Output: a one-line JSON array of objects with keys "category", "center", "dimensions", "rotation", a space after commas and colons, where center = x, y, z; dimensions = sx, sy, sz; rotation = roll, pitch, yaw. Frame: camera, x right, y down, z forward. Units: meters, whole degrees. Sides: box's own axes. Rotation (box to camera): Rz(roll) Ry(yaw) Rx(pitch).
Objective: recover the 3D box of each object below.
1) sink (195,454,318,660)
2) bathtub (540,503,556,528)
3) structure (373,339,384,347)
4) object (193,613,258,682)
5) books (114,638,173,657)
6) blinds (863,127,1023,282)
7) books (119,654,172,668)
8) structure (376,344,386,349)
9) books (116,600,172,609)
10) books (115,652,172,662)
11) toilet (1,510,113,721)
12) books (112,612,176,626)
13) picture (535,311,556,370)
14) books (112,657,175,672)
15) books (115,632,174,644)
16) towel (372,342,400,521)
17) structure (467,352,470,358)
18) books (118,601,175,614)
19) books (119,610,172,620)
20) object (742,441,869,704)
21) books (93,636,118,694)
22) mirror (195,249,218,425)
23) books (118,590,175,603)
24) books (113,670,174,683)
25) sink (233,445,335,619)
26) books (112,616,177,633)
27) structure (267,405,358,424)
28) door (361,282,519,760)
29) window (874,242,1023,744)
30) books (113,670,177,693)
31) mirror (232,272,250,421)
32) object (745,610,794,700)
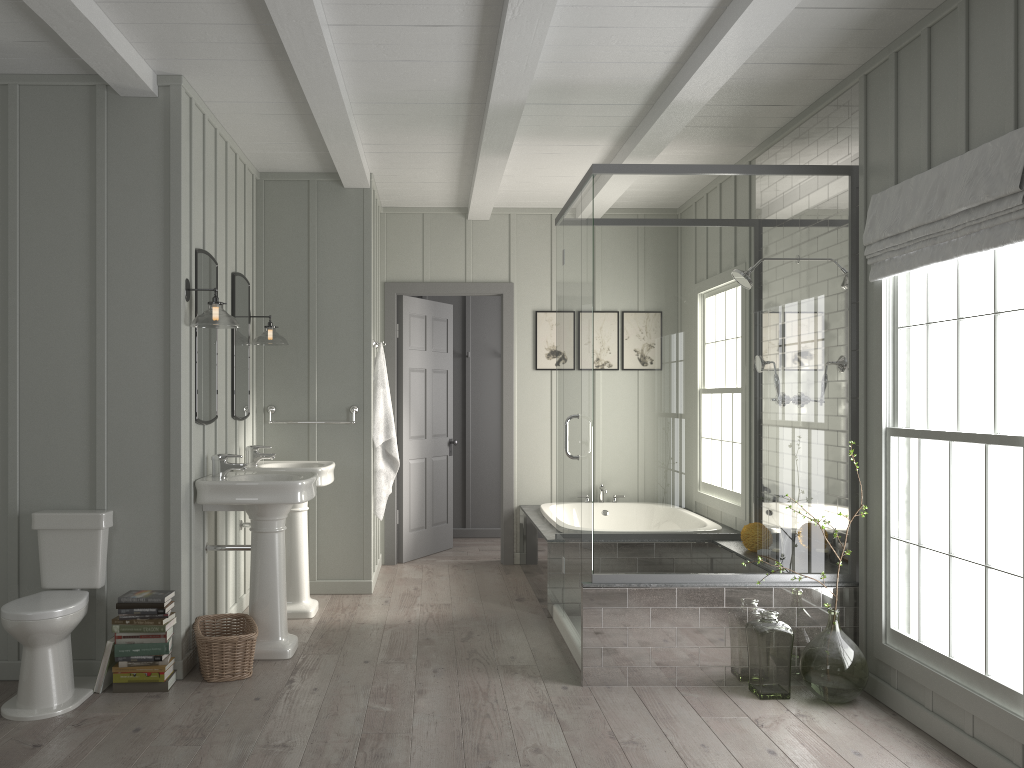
[{"category": "sink", "center": [-1.284, 0.862, 4.508], "dimensions": [0.566, 1.013, 0.570], "rotation": [0, 0, -3]}, {"category": "bathtub", "center": [0.758, 1.005, 6.101], "dimensions": [1.046, 0.490, 1.564], "rotation": [0, -1, -4]}, {"category": "structure", "center": [-0.913, -0.277, 6.024], "dimensions": [0.079, 0.056, 0.056], "rotation": [0, 0, -2]}, {"category": "object", "center": [-1.367, 1.255, 4.215], "dimensions": [0.285, 0.220, 0.476], "rotation": [0, -1, -22]}, {"category": "books", "center": [-1.648, 1.171, 3.962], "dimensions": [0.225, 0.053, 0.161], "rotation": [0, -1, -12]}, {"category": "blinds", "center": [1.585, -0.637, 3.313], "dimensions": [0.072, 0.380, 1.033], "rotation": [0, -1, -5]}, {"category": "books", "center": [-1.644, 1.233, 3.969], "dimensions": [0.204, 0.025, 0.152], "rotation": [0, -1, -12]}, {"category": "structure", "center": [-0.936, -0.274, 6.276], "dimensions": [0.079, 0.056, 0.056], "rotation": [0, 0, -2]}, {"category": "books", "center": [-1.645, 0.976, 3.957], "dimensions": [0.206, 0.024, 0.151], "rotation": [0, -1, -6]}, {"category": "books", "center": [-1.647, 1.209, 3.957], "dimensions": [0.207, 0.024, 0.150], "rotation": [0, -1, -2]}, {"category": "toilet", "center": [-1.971, 0.966, 3.807], "dimensions": [0.331, 0.787, 0.526], "rotation": [0, 0, -4]}, {"category": "books", "center": [-1.647, 1.049, 3.960], "dimensions": [0.234, 0.024, 0.148], "rotation": [0, -1, 3]}, {"category": "picture", "center": [0.340, -0.337, 6.888], "dimensions": [0.312, 0.461, 0.012], "rotation": [0, 0, -1]}, {"category": "books", "center": [-1.647, 1.257, 3.959], "dimensions": [0.232, 0.024, 0.149], "rotation": [0, -1, -2]}, {"category": "books", "center": [-1.648, 1.118, 3.967], "dimensions": [0.222, 0.051, 0.156], "rotation": [0, -1, -7]}, {"category": "towel", "center": [-0.856, 0.320, 6.032], "dimensions": [0.162, 1.204, 0.318], "rotation": [0, 0, 1]}, {"category": "structure", "center": [-0.405, -0.269, 8.188], "dimensions": [0.019, 0.051, 0.136], "rotation": [0, -1, -5]}, {"category": "books", "center": [-1.634, 1.001, 3.957], "dimensions": [0.207, 0.024, 0.150], "rotation": [0, -1, -3]}, {"category": "books", "center": [-1.643, 1.026, 3.968], "dimensions": [0.204, 0.025, 0.152], "rotation": [0, -1, -13]}, {"category": "object", "center": [1.263, 0.799, 3.795], "dimensions": [0.514, 1.117, 0.276], "rotation": [0, 0, -3]}, {"category": "books", "center": [-1.799, 1.246, 3.957], "dimensions": [0.091, 0.235, 0.170], "rotation": [0, 0, -4]}, {"category": "mirror", "center": [-1.551, -0.233, 4.490], "dimensions": [0.015, 0.884, 0.425], "rotation": [0, 0, -5]}, {"category": "books", "center": [-1.634, 0.952, 3.957], "dimensions": [0.207, 0.024, 0.150], "rotation": [0, -1, -1]}, {"category": "books", "center": [-1.647, 1.290, 3.957], "dimensions": [0.222, 0.041, 0.163], "rotation": [0, -1, -4]}, {"category": "sink", "center": [-1.355, 0.874, 5.319], "dimensions": [0.566, 1.013, 0.570], "rotation": [0, 0, -3]}, {"category": "books", "center": [-1.645, 1.077, 3.961], "dimensions": [0.235, 0.032, 0.170], "rotation": [0, -1, -2]}, {"category": "structure", "center": [-1.315, 0.202, 5.820], "dimensions": [0.601, 0.123, 0.054], "rotation": [0, 0, -1]}, {"category": "door", "center": [-0.542, 0.261, 3.761], "dimensions": [4.250, 2.196, 7.798], "rotation": [0, -1, -4]}, {"category": "window", "center": [1.660, 0.198, 3.309], "dimensions": [0.090, 1.950, 1.057], "rotation": [0, 0, -5]}, {"category": "books", "center": [-1.645, 1.335, 3.969], "dimensions": [0.238, 0.049, 0.164], "rotation": [0, -1, -5]}, {"category": "mirror", "center": [-1.623, -0.221, 5.306], "dimensions": [0.015, 0.884, 0.425], "rotation": [0, 0, -5]}, {"category": "object", "center": [1.125, 1.179, 3.866], "dimensions": [0.162, 0.361, 0.164], "rotation": [0, 0, -5]}]
